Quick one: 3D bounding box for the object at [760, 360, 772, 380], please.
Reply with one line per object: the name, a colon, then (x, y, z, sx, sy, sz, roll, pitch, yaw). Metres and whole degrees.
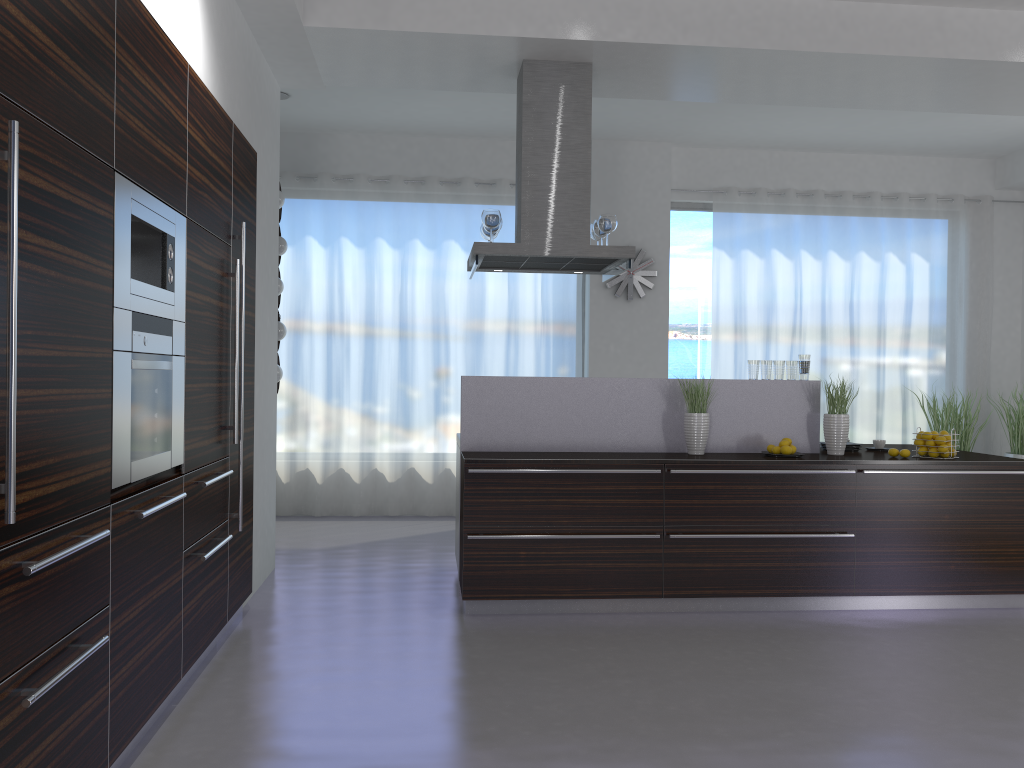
object: (1.563, -0.085, 5.455, 0.072, 0.119, 0.071, 1, 1, 35)

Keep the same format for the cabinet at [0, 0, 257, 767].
cabinet: (-1.517, 0.002, 3.022, 0.669, 2.500, 3.600, 1, 0, -5)

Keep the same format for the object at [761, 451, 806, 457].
object: (1.589, 0.413, 5.197, 0.232, 0.020, 0.232, 1, 0, 3)

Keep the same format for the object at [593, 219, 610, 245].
object: (0.583, -0.951, 5.729, 0.125, 0.221, 0.125, 1, 0, 19)

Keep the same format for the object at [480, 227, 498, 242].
object: (-0.153, -0.963, 5.941, 0.125, 0.221, 0.125, 1, 0, 19)

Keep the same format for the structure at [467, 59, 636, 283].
structure: (0.225, -1.332, 5.789, 0.981, 1.231, 0.915, 1, 0, -5)

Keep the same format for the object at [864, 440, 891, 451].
object: (2.373, 0.397, 5.730, 0.153, 0.069, 0.153, 0, 1, -32)

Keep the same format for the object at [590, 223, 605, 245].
object: (0.569, -0.953, 5.876, 0.125, 0.221, 0.125, 1, 0, 19)

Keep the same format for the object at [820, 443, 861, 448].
object: (2.110, 0.398, 5.694, 0.232, 0.020, 0.232, 1, 0, -2)

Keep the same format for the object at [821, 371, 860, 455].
object: (1.969, 0.175, 5.320, 0.247, 0.502, 0.269, 1, 1, 38)

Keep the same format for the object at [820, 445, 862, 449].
object: (2.110, 0.408, 5.694, 0.232, 0.020, 0.232, 1, 0, 3)

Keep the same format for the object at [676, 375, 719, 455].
object: (1.086, 0.165, 5.211, 0.269, 0.502, 0.247, 1, 0, -5)

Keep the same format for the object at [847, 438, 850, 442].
object: (2.219, 0.393, 5.955, 0.153, 0.069, 0.153, 1, 0, 28)

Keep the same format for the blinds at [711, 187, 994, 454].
blinds: (3.298, -0.290, 8.529, 2.830, 3.112, 0.120, 1, 0, -6)

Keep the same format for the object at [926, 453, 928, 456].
object: (2.453, 0.402, 5.285, 0.061, 0.053, 0.053, 1, 1, 37)

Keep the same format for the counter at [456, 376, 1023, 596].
counter: (1.316, 0.620, 5.565, 3.291, 1.300, 1.302, 1, 0, -5)

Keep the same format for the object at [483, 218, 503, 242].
object: (-0.123, -0.960, 5.638, 0.125, 0.221, 0.125, 1, 0, 19)

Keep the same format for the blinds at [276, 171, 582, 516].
blinds: (-0.949, -0.343, 8.122, 3.245, 3.112, 0.120, 1, 0, -6)

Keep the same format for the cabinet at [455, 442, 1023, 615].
cabinet: (1.312, 0.844, 5.556, 3.285, 0.852, 1.377, 1, 0, -5)

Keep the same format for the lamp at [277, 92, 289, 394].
lamp: (-1.870, -1.098, 7.012, 0.180, 2.370, 0.367, 1, 0, -12)

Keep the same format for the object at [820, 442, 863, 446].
object: (1.934, 0.321, 5.756, 0.646, 0.147, 0.269, 1, 0, 19)

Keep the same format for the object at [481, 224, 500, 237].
object: (-0.139, -0.961, 5.795, 0.125, 0.221, 0.125, 1, 0, 19)

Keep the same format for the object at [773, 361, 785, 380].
object: (1.644, -0.084, 5.462, 0.072, 0.119, 0.071, 1, 1, 35)

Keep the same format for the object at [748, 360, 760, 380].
object: (1.483, -0.086, 5.447, 0.071, 0.119, 0.072, 1, 1, 45)

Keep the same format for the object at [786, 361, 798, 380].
object: (1.724, -0.083, 5.470, 0.072, 0.119, 0.071, 1, 1, 35)

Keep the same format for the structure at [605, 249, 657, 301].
structure: (1.094, -1.025, 8.197, 0.505, 0.505, 0.076, 1, 0, -5)

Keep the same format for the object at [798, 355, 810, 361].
object: (1.805, -0.121, 5.477, 0.072, 0.119, 0.071, 1, 1, 35)

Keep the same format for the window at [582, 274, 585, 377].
window: (-0.805, -0.530, 8.359, 3.000, 2.500, 0.100, 1, 0, -5)

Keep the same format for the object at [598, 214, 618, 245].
object: (0.599, -0.950, 5.572, 0.125, 0.221, 0.125, 1, 0, 19)

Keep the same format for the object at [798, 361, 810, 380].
object: (1.805, -0.082, 5.478, 0.072, 0.119, 0.071, 1, 1, 35)

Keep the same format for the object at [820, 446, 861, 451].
object: (2.110, 0.418, 5.694, 0.232, 0.020, 0.232, 1, 0, 3)

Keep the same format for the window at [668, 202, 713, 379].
window: (2.927, -0.483, 8.717, 3.000, 2.500, 0.100, 1, 0, -5)
